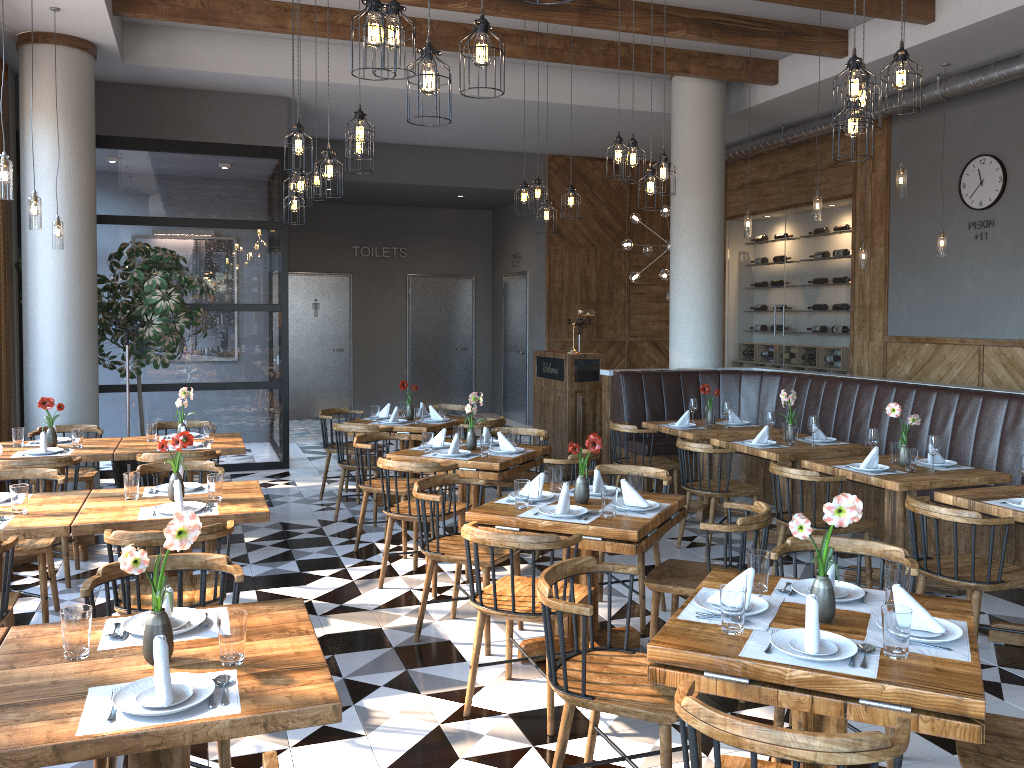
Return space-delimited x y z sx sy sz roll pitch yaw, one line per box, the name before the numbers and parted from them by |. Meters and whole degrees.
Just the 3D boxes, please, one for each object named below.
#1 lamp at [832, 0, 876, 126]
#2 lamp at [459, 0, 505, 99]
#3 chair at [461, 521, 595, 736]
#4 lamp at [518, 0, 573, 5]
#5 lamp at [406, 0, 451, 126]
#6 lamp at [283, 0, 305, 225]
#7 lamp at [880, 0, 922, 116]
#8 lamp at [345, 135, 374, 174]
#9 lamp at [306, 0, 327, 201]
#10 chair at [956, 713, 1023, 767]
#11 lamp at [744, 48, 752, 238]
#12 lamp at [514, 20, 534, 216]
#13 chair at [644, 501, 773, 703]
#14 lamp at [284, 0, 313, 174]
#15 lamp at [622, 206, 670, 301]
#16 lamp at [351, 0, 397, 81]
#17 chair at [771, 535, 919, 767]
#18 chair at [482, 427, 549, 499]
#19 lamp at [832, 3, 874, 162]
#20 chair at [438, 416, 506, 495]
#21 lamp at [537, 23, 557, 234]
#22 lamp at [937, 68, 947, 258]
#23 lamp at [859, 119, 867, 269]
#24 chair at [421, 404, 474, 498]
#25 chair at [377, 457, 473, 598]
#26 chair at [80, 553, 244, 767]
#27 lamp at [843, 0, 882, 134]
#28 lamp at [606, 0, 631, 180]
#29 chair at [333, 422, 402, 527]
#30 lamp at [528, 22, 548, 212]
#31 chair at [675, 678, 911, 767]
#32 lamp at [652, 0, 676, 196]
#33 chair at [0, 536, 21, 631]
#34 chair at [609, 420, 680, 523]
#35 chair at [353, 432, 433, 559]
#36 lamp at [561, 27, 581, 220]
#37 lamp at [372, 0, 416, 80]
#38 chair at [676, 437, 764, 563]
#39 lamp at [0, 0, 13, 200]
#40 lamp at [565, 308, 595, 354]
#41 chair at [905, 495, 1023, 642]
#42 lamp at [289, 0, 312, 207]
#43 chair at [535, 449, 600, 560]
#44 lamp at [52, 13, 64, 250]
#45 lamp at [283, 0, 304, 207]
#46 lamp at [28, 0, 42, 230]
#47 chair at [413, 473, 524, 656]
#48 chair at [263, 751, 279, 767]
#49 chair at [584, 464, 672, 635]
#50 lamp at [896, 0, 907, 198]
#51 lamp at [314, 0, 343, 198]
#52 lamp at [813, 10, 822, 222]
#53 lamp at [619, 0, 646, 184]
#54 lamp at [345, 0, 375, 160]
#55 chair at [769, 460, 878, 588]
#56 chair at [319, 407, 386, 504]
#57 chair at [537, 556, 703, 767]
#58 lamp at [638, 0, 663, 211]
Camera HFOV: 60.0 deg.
lamp | 1.579 -2.241 4.056 0.175 2.068 0.175 0 2 8
lamp | -0.118 -2.207 3.546 0.175 2.068 0.175 -1 2 -34
chair | 0.066 0.992 3.831 0.519 0.816 0.550 1 3 25
lamp | 0.085 -1.962 2.068 0.175 2.068 0.175 -1 2 -34
lamp | -0.325 -2.071 3.472 0.175 2.068 0.175 0 2 -1
lamp | -1.826 -2.378 7.416 0.175 2.068 0.175 0 2 -7
lamp | 1.890 -2.356 4.268 0.175 2.068 0.175 2 3 41
lamp | -0.997 -2.425 5.788 0.175 2.068 0.175 -1 2 -36
lamp | -1.677 -2.621 7.586 0.175 2.068 0.175 0 2 -7
chair | 1.529 1.103 2.443 0.550 0.816 0.520 1 3 25
lamp | 2.359 -2.444 8.816 0.078 1.961 0.078 1 2 12
lamp | 0.116 -2.606 8.193 0.175 2.068 0.175 1 2 13
chair | 0.925 0.971 4.138 0.550 0.816 0.520 1 3 25
lamp | -1.333 -2.361 5.513 0.175 2.068 0.175 1 2 32
lamp | 2.087 -2.165 11.524 1.187 2.189 1.162 2 3 32
lamp | -0.537 -2.243 3.432 0.175 2.068 0.175 0 2 -12
chair | 1.223 1.036 3.302 0.519 0.816 0.550 1 3 25
chair | -0.006 0.768 6.746 0.519 0.816 0.550 1 3 25
lamp | 1.658 -2.126 4.267 0.175 2.068 0.175 2 3 41
chair | -0.336 0.697 7.668 0.550 0.816 0.520 1 3 25
lamp | 0.323 -2.427 8.142 0.175 2.068 0.175 1 2 24
lamp | 4.079 -2.182 8.371 0.078 1.961 0.078 -1 2 -34
lamp | 3.726 -2.201 9.362 0.078 1.961 0.078 1 2 12
chair | -0.658 0.628 8.544 0.519 0.816 0.550 1 3 25
chair | -0.559 0.856 5.582 0.519 0.816 0.550 1 3 25
chair | -1.179 1.051 3.014 0.519 0.816 0.550 -1 3 -20
lamp | 1.774 -2.313 4.443 0.175 2.068 0.175 1 2 30
lamp | 0.771 -2.520 6.362 0.175 2.068 0.175 -1 2 -36
chair | -1.194 0.717 7.362 0.519 0.816 0.550 1 3 25
lamp | 0.248 -2.674 8.353 0.175 2.068 0.175 1 2 24
chair | 0.671 1.124 2.137 0.519 0.816 0.550 1 3 25
lamp | 1.121 -2.430 6.507 0.175 2.068 0.175 1 2 20
chair | -2.275 1.005 3.574 0.519 0.816 0.550 -1 3 -20
chair | 1.090 0.723 7.384 0.550 0.816 0.520 -1 3 -20
chair | -0.865 0.789 6.440 0.550 0.816 0.520 1 3 25
lamp | 0.545 -2.556 8.123 0.175 2.068 0.175 0 2 -9
lamp | -0.485 -2.314 3.632 0.175 2.068 0.175 0 2 -1
chair | 1.460 0.803 6.346 0.550 0.816 0.520 -1 3 -20
lamp | -2.877 -2.030 5.003 0.078 1.961 0.078 -1 2 -30
lamp | 0.729 -0.437 9.516 0.445 0.755 0.170 -2 3 -44
chair | 2.201 0.965 4.272 0.550 0.816 0.520 -1 3 -20
lamp | -1.724 -2.493 7.214 0.175 2.068 0.175 -2 3 -40
chair | 0.300 0.835 5.888 0.550 0.816 0.520 1 3 25
lamp | -3.563 -2.037 6.928 0.078 1.961 0.078 1 2 12
lamp | -1.884 -2.568 7.617 0.175 2.068 0.175 0 2 -18
lamp | -3.210 -2.018 5.936 0.078 1.961 0.078 -1 2 -34
chair | -0.240 0.925 4.690 0.550 0.816 0.520 1 3 25
chair | -0.741 1.147 1.785 0.519 0.816 0.550 -1 3 -20
chair | 0.618 0.905 4.996 0.519 0.816 0.550 1 3 25
lamp | 3.044 -2.437 6.891 0.078 1.961 0.078 1 2 15
lamp | -1.177 -2.242 5.675 0.175 2.068 0.175 -1 2 -25
lamp | 2.712 -2.425 7.824 0.078 1.961 0.078 -1 2 -34
lamp | 0.846 -2.448 6.169 0.175 2.068 0.175 2 3 43
lamp | -0.961 -2.465 5.581 0.175 2.068 0.175 -1 2 -25
chair | 1.831 0.884 5.309 0.550 0.816 0.520 -1 3 -20
chair | -1.501 0.651 8.220 0.550 0.816 0.520 1 3 25
chair | 0.364 1.057 2.996 0.550 0.816 0.520 1 3 25
lamp | 0.998 -2.286 6.327 0.175 2.068 0.175 -1 2 -36
